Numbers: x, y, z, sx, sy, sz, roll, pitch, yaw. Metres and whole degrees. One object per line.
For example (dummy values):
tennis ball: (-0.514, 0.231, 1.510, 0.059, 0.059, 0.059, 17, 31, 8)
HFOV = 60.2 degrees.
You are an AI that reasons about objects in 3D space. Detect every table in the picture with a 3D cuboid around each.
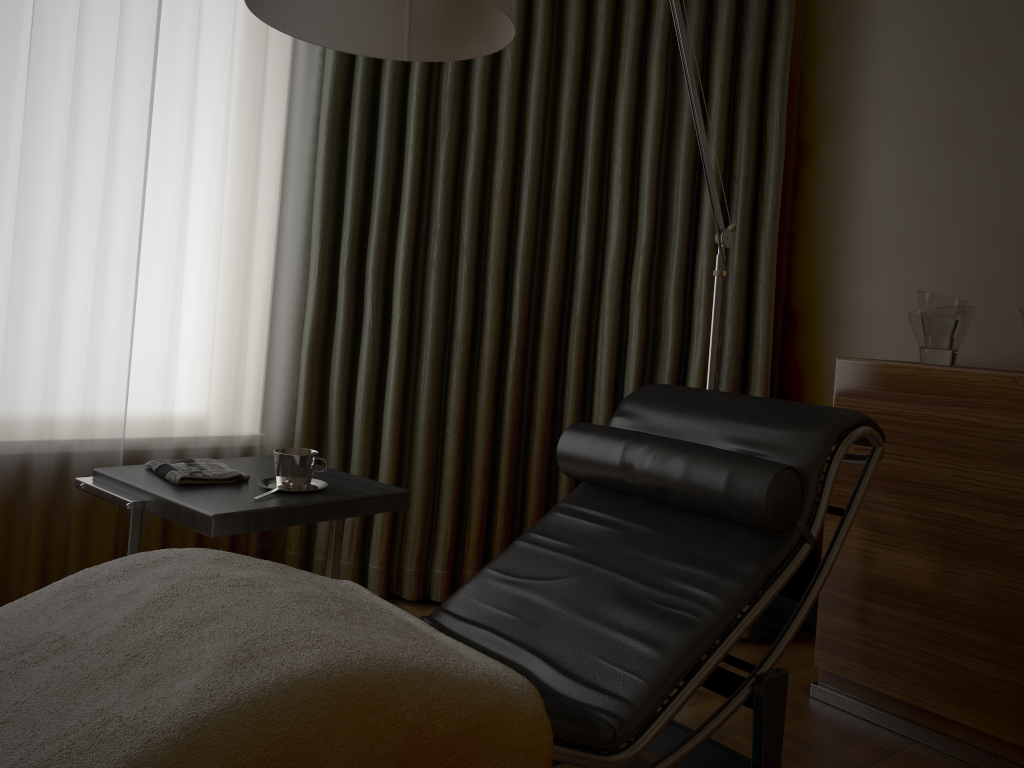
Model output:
table: (-0.591, 0.239, 2.011, 0.520, 0.045, 0.498, 8, 6, 41)

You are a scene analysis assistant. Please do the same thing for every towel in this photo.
towel: (-0.713, 0.198, 2.008, 0.178, 0.035, 0.242, 2, 5, -36)

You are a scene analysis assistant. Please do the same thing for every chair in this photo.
chair: (-0.073, 0.413, 1.512, 1.783, 0.798, 0.638, 2, 3, -40)

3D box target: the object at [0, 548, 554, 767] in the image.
object: (-0.500, 0.553, 1.184, 0.906, 0.520, 0.921, 2, 4, -40)

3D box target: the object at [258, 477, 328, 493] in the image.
object: (-0.484, 0.225, 1.955, 0.149, 0.009, 0.150, 2, 5, -35)

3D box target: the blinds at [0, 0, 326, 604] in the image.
blinds: (-1.499, -0.541, 2.285, 2.189, 2.292, 0.093, 3, 0, -40)

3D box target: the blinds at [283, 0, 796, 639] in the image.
blinds: (0.084, -0.520, 2.865, 1.533, 2.455, 0.224, 5, -1, 5)

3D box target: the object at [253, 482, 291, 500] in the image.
object: (-0.505, 0.223, 1.856, 0.029, 0.019, 0.123, 5, 4, 19)

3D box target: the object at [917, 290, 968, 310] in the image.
object: (1.110, -0.166, 2.287, 0.123, 0.150, 0.122, 5, 1, 32)

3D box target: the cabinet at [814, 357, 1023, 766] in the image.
cabinet: (1.514, 0.451, 1.810, 0.414, 0.862, 1.682, 5, 2, -40)

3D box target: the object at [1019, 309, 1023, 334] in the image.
object: (1.278, -0.099, 2.080, 0.156, 0.154, 0.155, 6, 2, 40)

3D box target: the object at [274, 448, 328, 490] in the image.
object: (-0.476, 0.189, 1.959, 0.110, 0.078, 0.098, 3, 3, -39)

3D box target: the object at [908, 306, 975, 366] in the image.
object: (1.107, -0.127, 2.286, 0.156, 0.154, 0.155, 5, 2, 7)

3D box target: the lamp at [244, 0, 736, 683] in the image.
lamp: (0.133, -0.132, 1.763, 1.410, 1.968, 0.453, 4, 0, -36)
